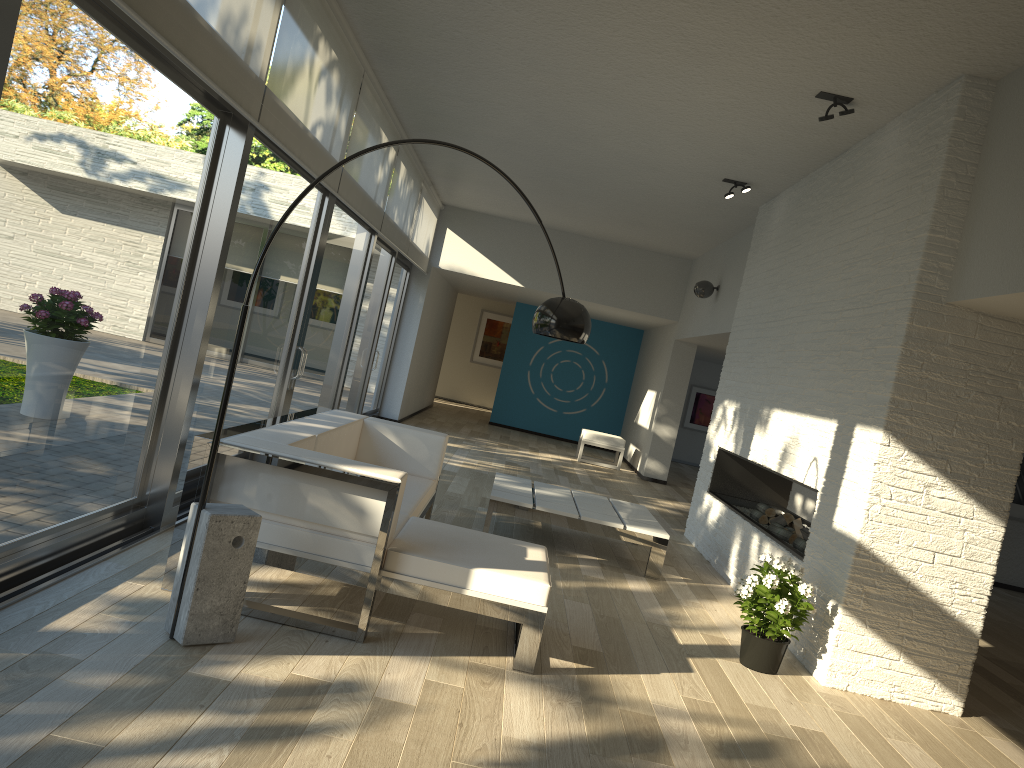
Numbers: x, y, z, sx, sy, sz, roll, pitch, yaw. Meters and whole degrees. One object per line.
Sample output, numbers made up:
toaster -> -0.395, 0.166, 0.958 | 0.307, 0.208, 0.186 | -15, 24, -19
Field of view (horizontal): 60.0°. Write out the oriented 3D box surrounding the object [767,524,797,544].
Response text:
object -> 1.853, 1.030, 6.084 | 0.075, 0.074, 0.246 | 12, 2, -21

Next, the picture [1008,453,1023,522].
picture -> 5.487, 1.050, 9.271 | 0.958, 0.828, 0.017 | 13, 1, 1

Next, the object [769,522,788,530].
object -> 1.891, 1.033, 6.275 | 0.075, 0.074, 0.246 | 13, 2, -1

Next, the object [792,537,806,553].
object -> 1.884, 1.048, 5.706 | 0.075, 0.074, 0.246 | 13, 2, -1

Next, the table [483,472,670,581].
table -> 0.428, 1.008, 6.509 | 1.220, 0.305, 1.220 | 13, 2, 0

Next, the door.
door -> -0.656, -0.172, 8.136 | 19.440, 2.373, 22.953 | 13, 2, 0

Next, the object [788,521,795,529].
object -> 2.013, 1.017, 6.295 | 0.064, 0.060, 0.229 | 13, 2, 1

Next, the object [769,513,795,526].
object -> 1.938, 0.991, 6.374 | 0.093, 0.170, 0.272 | 13, 1, -1

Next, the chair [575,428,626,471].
chair -> 1.280, 0.941, 12.859 | 0.611, 0.442, 0.610 | 13, 1, 0

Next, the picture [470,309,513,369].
picture -> -0.125, -0.902, 19.308 | 1.378, 1.191, 0.017 | 13, 1, 1

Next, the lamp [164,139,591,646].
lamp -> -0.348, 0.031, 3.693 | 0.283, 2.024, 1.751 | 14, 2, 43

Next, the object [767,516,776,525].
object -> 1.970, 1.035, 6.799 | 0.076, 0.076, 0.236 | 13, 2, -1

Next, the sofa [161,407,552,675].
sofa -> -0.584, 0.658, 4.698 | 1.545, 0.654, 2.405 | 13, 2, 0

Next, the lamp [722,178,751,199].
lamp -> 1.844, -1.592, 7.307 | 0.234, 0.153, 0.135 | 13, 1, 1

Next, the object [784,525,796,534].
object -> 1.963, 1.050, 6.262 | 0.076, 0.076, 0.236 | 13, 2, -1

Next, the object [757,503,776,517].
object -> 1.951, 0.965, 6.809 | 0.082, 0.073, 0.237 | 13, 2, -1

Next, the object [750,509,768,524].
object -> 1.898, 1.019, 6.813 | 0.075, 0.074, 0.246 | 13, 2, -1

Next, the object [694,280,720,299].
object -> 2.174, -1.039, 9.836 | 0.315, 0.203, 0.201 | 13, 1, 1

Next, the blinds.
blinds -> -1.138, -1.804, 6.272 | 0.056, 0.983, 11.532 | 13, 2, 0

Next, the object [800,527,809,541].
object -> 1.933, 0.992, 5.706 | 0.093, 0.088, 0.260 | 13, 2, -1

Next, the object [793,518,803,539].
object -> 1.984, 1.012, 6.093 | 0.064, 0.165, 0.225 | 13, 1, -1

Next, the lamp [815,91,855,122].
lamp -> 1.813, -1.530, 4.986 | 0.234, 0.153, 0.135 | 13, 1, 1

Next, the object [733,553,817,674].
object -> 1.291, 1.136, 4.411 | 0.405, 0.571, 0.430 | 13, 1, 22

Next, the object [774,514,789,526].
object -> 2.047, 1.052, 6.809 | 0.082, 0.073, 0.237 | 13, 2, -1

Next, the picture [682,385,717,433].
picture -> 3.726, 0.518, 16.519 | 0.958, 0.828, 0.017 | 13, 1, 1
